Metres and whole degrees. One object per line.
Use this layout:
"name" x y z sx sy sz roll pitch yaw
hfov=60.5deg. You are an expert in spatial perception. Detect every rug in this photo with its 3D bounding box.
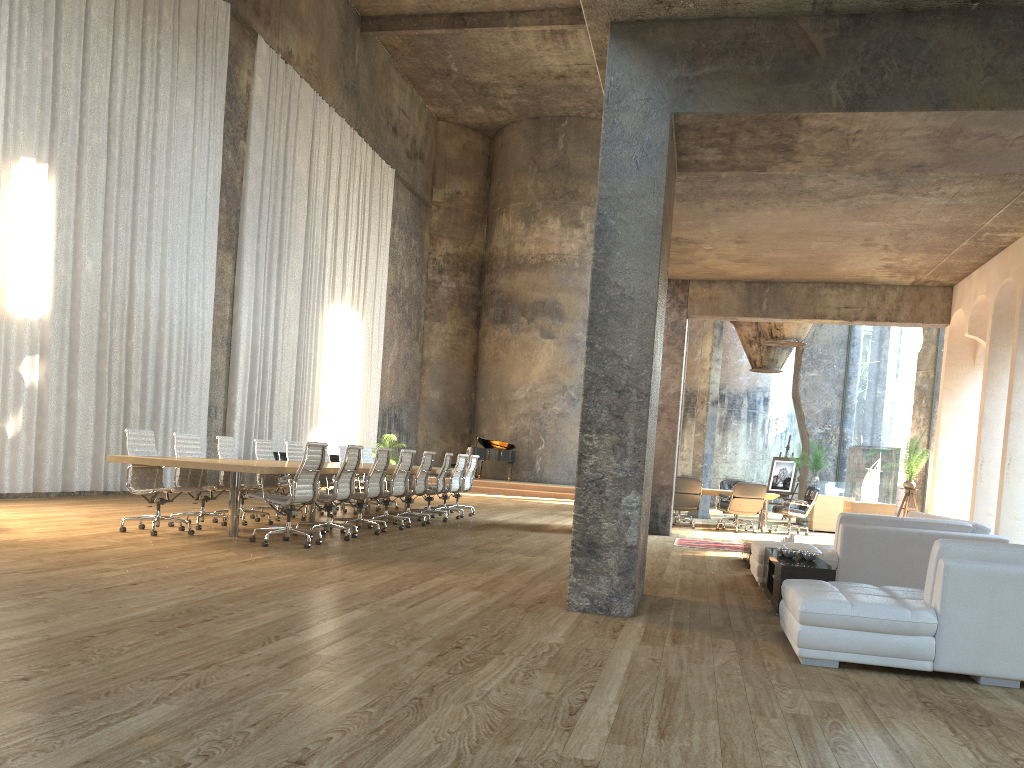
"rug" 3.465 2.260 12.005 2.457 0.009 1.349 3 -5 12

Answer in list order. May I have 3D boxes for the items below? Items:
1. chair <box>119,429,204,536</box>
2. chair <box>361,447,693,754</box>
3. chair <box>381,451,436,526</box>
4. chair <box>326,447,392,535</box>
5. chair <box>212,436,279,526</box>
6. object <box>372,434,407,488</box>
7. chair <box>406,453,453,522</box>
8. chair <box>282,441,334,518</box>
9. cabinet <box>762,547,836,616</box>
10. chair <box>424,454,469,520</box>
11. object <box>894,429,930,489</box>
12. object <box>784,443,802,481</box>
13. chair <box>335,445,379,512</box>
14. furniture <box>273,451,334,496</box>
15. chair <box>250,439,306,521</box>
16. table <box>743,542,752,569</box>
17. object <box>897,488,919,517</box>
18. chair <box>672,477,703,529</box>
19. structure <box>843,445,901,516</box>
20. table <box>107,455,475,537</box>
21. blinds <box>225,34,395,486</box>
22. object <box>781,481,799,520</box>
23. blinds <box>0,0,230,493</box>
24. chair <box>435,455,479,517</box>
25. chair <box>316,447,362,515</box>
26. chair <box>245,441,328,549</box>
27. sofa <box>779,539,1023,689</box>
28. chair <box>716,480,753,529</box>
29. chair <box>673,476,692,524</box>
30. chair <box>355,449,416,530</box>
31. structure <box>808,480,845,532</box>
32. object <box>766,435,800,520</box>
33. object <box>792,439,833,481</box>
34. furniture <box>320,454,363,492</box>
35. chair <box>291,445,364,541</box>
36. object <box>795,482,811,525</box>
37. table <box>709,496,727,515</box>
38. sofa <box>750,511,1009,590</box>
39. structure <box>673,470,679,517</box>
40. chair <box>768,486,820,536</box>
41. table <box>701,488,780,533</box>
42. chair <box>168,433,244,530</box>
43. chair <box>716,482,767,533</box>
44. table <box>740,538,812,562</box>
"chair" -3.519 0.990 8.863 0.697 1.029 0.666 4 0 18
"chair" 0.503 1.762 14.395 12.926 1.033 31.577 3 -5 12
"chair" -1.439 1.422 12.138 0.697 1.029 0.666 4 0 18
"chair" -1.807 1.244 10.398 0.697 1.029 0.666 4 0 18
"chair" -3.191 1.161 10.552 0.697 1.029 0.665 4 0 12
"object" -3.315 2.047 23.263 1.091 1.461 1.128 4 0 3
"chair" -1.240 1.515 13.050 0.697 1.029 0.665 4 0 12
"chair" -2.824 1.341 12.328 0.696 1.029 0.666 4 0 21
"cabinet" 2.226 1.555 6.962 0.395 0.370 1.565 4 -5 12
"chair" -1.071 1.600 13.889 0.696 1.029 0.666 4 0 21
"object" 6.073 1.130 13.359 0.687 0.942 0.859 4 -1 3
"object" 6.845 1.840 20.867 0.684 0.942 0.862 4 -1 33
"chair" -2.452 1.523 14.106 0.697 1.029 0.666 4 0 15
"furniture" -4.212 1.779 17.418 0.707 0.843 1.876 4 -4 12
"chair" -3.009 1.253 11.467 0.697 1.029 0.666 4 0 18
"table" 3.019 1.943 9.807 0.788 0.203 1.113 3 -5 12
"object" 5.945 2.077 13.411 0.660 0.975 0.567 4 1 -24
"chair" 3.006 2.109 15.676 0.729 0.895 0.821 4 -1 6
"structure" 5.306 1.713 13.051 0.593 1.552 0.742 4 1 12
"table" -2.255 1.473 11.884 1.598 0.759 7.732 3 -5 12
"blinds" -4.322 -1.938 20.520 0.274 8.669 7.837 5 -1 13
"object" 6.829 2.790 20.876 0.658 0.975 0.570 4 1 6
"blinds" -6.112 -2.801 12.063 0.274 8.669 7.837 5 -1 13
"chair" -0.926 1.685 14.742 0.697 1.029 0.666 4 0 18
"chair" -2.640 1.431 13.208 0.697 1.029 0.666 4 0 18
"chair" -2.194 1.058 8.572 0.697 1.029 0.666 4 0 18
"sofa" 2.624 1.229 4.939 2.063 0.723 1.073 3 -3 12
"chair" 4.302 2.308 16.918 0.728 0.895 0.822 4 -1 13
"chair" 3.213 2.251 17.147 0.727 0.895 0.823 4 -1 19
"chair" -1.624 1.334 11.277 0.696 1.029 0.666 4 0 21
"structure" 6.315 2.428 17.384 0.733 1.018 0.744 4 0 12
"object" 6.815 2.330 22.038 0.697 2.154 0.686 6 3 41
"object" 6.316 1.593 18.465 0.856 0.943 0.688 4 0 15
"furniture" -3.717 2.017 19.754 0.707 0.843 1.876 4 -4 12
"chair" -1.996 1.153 9.499 0.697 1.029 0.666 4 0 15
"object" 6.385 2.543 18.401 0.661 0.975 0.567 4 1 -42
"table" 4.747 2.989 22.406 1.867 0.548 0.943 3 -3 12
"sofa" 3.493 1.647 9.050 2.060 0.723 2.935 3 -5 12
"structure" 3.253 2.386 19.365 0.742 1.018 0.735 4 0 12
"chair" 5.098 2.281 15.971 0.820 0.895 0.730 4 0 6
"table" 3.638 2.300 16.283 2.405 0.702 1.107 3 -3 12
"chair" -3.369 1.075 9.714 0.696 1.029 0.666 4 0 21
"chair" 3.999 2.163 15.499 0.731 0.895 0.819 4 -1 -14
"table" 3.097 1.959 10.167 0.858 0.247 0.371 3 -3 12
